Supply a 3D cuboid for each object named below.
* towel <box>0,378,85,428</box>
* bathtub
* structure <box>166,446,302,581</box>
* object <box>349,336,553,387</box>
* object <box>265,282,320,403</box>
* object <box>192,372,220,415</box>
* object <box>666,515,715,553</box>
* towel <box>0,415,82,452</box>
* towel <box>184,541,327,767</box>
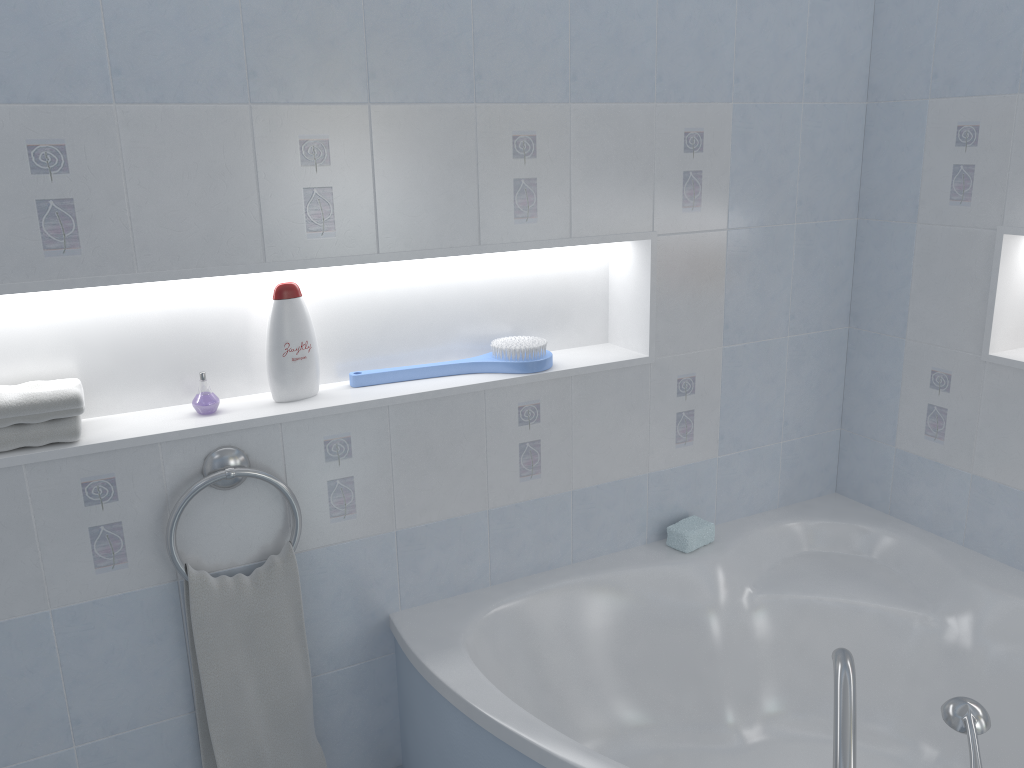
[{"bbox_3d":[-1.003,0.037,1.808,0.232,0.062,0.163,-8,17,-24],"label":"towel"},{"bbox_3d":[0.739,0.764,1.950,1.578,0.670,1.596,-9,17,-26],"label":"bathtub"},{"bbox_3d":[-0.611,0.300,1.952,0.291,0.332,0.051,-9,17,-26],"label":"structure"},{"bbox_3d":[-0.155,-0.065,2.295,0.534,0.065,0.172,-5,16,-13],"label":"object"},{"bbox_3d":[-0.512,-0.098,2.058,0.134,0.276,0.063,-14,20,-38],"label":"object"},{"bbox_3d":[-0.686,0.019,1.980,0.059,0.094,0.059,-11,18,-32],"label":"object"},{"bbox_3d":[0.515,0.432,2.555,0.128,0.059,0.081,-14,20,-39],"label":"object"},{"bbox_3d":[-1.010,0.088,1.816,0.232,0.060,0.162,-8,17,-24],"label":"towel"},{"bbox_3d":[-0.581,0.679,2.030,0.280,0.634,0.101,-10,18,-29],"label":"towel"}]
